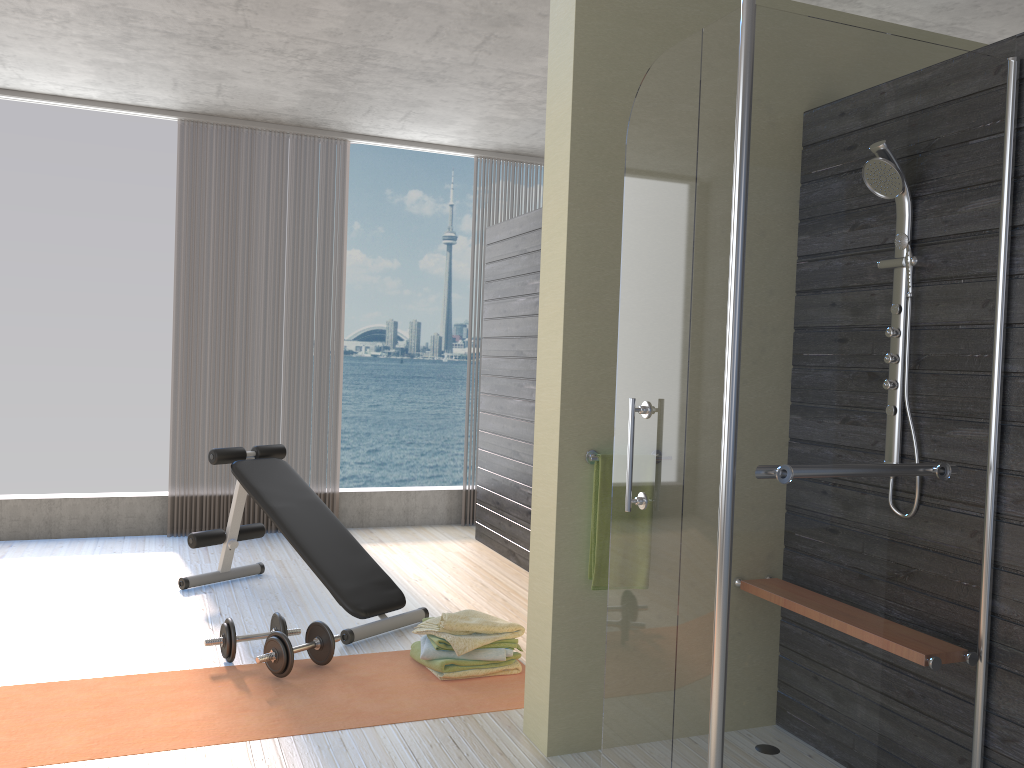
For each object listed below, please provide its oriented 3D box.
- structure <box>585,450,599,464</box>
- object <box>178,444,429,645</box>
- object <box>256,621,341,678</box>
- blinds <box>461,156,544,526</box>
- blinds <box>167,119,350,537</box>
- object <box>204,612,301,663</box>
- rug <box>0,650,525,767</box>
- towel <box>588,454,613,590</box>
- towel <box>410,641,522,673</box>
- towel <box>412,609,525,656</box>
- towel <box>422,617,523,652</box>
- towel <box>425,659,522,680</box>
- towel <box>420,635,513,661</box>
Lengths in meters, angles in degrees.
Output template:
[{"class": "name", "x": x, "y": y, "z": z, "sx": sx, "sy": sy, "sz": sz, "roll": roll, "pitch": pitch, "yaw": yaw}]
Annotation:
[{"class": "structure", "x": 0.376, "y": 0.236, "z": 2.841, "sx": 0.298, "sy": 0.046, "sz": 0.052, "roll": 1, "pitch": 2, "yaw": -22}, {"class": "object", "x": -1.046, "y": 0.717, "z": 4.370, "sx": 1.312, "sy": 0.746, "sz": 0.505, "roll": 3, "pitch": 2, "yaw": 38}, {"class": "object", "x": -0.828, "y": 1.033, "z": 3.462, "sx": 0.176, "sy": 0.176, "sz": 0.385, "roll": 3, "pitch": 2, "yaw": 40}, {"class": "blinds", "x": 0.192, "y": -0.304, "z": 6.764, "sx": 1.133, "sy": 2.744, "sz": 0.069, "roll": 1, "pitch": 2, "yaw": -22}, {"class": "blinds", "x": -1.699, "y": -0.352, "z": 6.016, "sx": 1.133, "sy": 2.744, "sz": 0.069, "roll": 1, "pitch": 2, "yaw": -22}, {"class": "object", "x": -1.051, "y": 1.030, "z": 3.609, "sx": 0.385, "sy": 0.176, "sz": 0.176, "roll": 1, "pitch": 2, "yaw": -30}, {"class": "rug", "x": -1.221, "y": 1.123, "z": 3.076, "sx": 2.779, "sy": 0.002, "sz": 0.716, "roll": 1, "pitch": 2, "yaw": -22}, {"class": "towel", "x": 0.357, "y": 0.438, "z": 2.820, "sx": 0.214, "sy": 0.433, "sz": 0.070, "roll": 1, "pitch": 2, "yaw": -26}, {"class": "towel", "x": -0.195, "y": 1.099, "z": 3.624, "sx": 0.380, "sy": 0.081, "sz": 0.367, "roll": 1, "pitch": 2, "yaw": -24}, {"class": "towel", "x": -0.177, "y": 0.983, "z": 3.637, "sx": 0.384, "sy": 0.123, "sz": 0.373, "roll": 1, "pitch": 2, "yaw": -38}, {"class": "towel", "x": -0.165, "y": 1.037, "z": 3.663, "sx": 0.376, "sy": 0.085, "sz": 0.371, "roll": 2, "pitch": 2, "yaw": -17}, {"class": "towel", "x": -0.175, "y": 1.123, "z": 3.625, "sx": 0.376, "sy": 0.044, "sz": 0.371, "roll": 1, "pitch": 2, "yaw": -23}, {"class": "towel", "x": -0.186, "y": 1.073, "z": 3.647, "sx": 0.383, "sy": 0.078, "sz": 0.383, "roll": 2, "pitch": 2, "yaw": -5}]
